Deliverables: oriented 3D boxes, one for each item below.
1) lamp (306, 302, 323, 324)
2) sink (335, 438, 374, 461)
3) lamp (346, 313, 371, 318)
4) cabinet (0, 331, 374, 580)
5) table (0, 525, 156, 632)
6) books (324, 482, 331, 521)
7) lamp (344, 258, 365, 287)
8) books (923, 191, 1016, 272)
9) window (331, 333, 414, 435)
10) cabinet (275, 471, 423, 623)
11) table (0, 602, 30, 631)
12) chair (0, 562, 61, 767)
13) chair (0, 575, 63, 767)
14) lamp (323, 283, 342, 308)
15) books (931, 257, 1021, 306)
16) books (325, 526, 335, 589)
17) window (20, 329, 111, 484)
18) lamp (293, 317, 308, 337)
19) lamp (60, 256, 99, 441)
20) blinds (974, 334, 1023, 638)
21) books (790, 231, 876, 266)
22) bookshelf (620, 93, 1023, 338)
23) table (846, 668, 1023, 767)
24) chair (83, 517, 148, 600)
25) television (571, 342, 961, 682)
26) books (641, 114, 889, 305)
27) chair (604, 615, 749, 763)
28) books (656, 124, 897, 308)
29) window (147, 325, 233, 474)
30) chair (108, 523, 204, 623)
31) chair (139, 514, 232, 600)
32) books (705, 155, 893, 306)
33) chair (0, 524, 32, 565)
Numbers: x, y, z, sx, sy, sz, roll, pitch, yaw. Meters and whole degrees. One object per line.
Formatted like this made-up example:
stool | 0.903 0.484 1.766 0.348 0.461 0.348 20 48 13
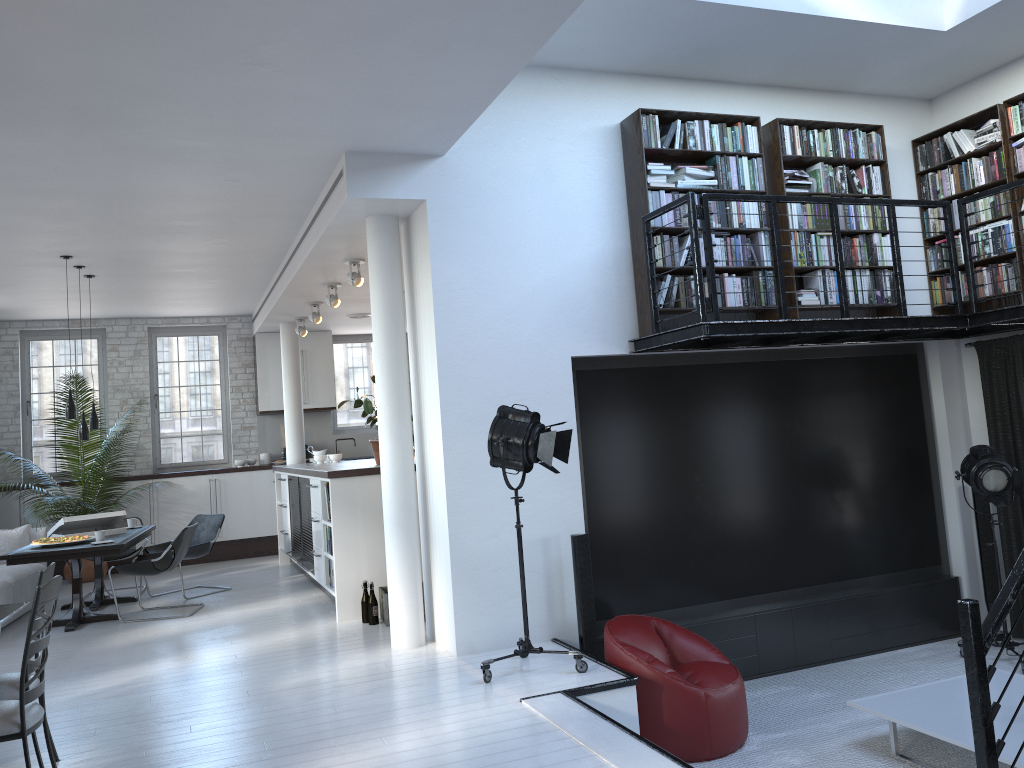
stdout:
lamp | -2.205 -0.790 9.936 0.183 0.239 0.182 -3 -5 -18
sink | -1.902 0.928 11.088 0.649 0.521 0.544 -3 -4 -21
lamp | -1.923 -0.857 11.175 0.327 0.025 0.328 -7 -4 44
cabinet | -2.121 0.565 9.301 7.233 3.011 7.273 -3 -4 -21
table | -3.985 1.807 8.339 0.959 0.705 1.911 -3 -3 -15
books | -1.481 0.998 7.581 0.186 0.329 0.322 -2 -5 -21
lamp | -1.376 -0.965 7.777 0.183 0.239 0.182 -3 -5 -18
books | 4.365 -1.523 5.475 0.227 1.416 4.420 -2 -4 -21
window | -2.073 -0.016 13.152 1.299 1.463 0.132 -3 -5 -21
cabinet | -1.513 1.440 9.275 1.501 1.175 4.155 -3 -4 -21
table | -2.707 1.468 3.644 0.891 0.699 1.989 -3 -3 -16
chair | -2.366 1.339 4.054 0.503 0.968 0.494 -2 -5 -21
chair | -2.094 1.293 3.560 0.503 0.968 0.494 -3 -5 -16
lamp | -1.791 -0.878 8.857 0.183 0.239 0.182 -3 -5 -18
books | 3.904 -1.501 5.315 1.286 1.433 4.420 -3 -4 -20
books | -1.295 1.304 7.500 0.492 0.800 0.538 -2 -5 -21
window | -5.874 0.269 11.666 1.034 1.998 0.132 -2 -6 -21
lamp | -2.619 -0.702 11.016 0.183 0.239 0.182 -3 -5 -18
lamp | -4.154 -0.383 8.544 0.114 1.859 1.051 -3 -5 -14
blinds | 4.328 0.735 6.036 0.125 2.393 2.499 -2 -5 -21
books | 3.222 -1.458 5.000 1.171 1.408 4.368 -3 -4 -21
bookshelf | 3.097 -1.381 4.967 3.091 1.621 4.460 -3 -4 -21
table | 2.780 1.862 4.551 1.166 0.244 1.659 -3 -3 -21
chair | -4.242 1.849 9.441 0.671 0.780 0.662 -3 -4 -16
television | 2.030 0.937 6.789 3.355 2.435 0.116 -3 -5 -21
books | 1.945 -1.281 6.754 2.208 1.427 0.313 -3 -5 -21
chair | 0.998 1.810 5.427 0.831 0.713 0.827 -1 -5 -42
books | 2.714 -1.430 4.820 2.207 1.413 4.361 -3 -4 -22
window | -5.635 0.189 16.601 8.140 6.091 9.113 -3 -4 -21
chair | -3.218 1.700 8.070 0.665 0.780 0.668 -4 -4 -6
chair | -3.336 1.764 9.104 0.669 0.780 0.664 -7 -5 34
books | 3.002 -1.312 4.927 1.599 1.143 4.320 -3 -3 -22
chair | -5.139 1.671 9.101 0.219 0.440 0.457 -8 -6 38
